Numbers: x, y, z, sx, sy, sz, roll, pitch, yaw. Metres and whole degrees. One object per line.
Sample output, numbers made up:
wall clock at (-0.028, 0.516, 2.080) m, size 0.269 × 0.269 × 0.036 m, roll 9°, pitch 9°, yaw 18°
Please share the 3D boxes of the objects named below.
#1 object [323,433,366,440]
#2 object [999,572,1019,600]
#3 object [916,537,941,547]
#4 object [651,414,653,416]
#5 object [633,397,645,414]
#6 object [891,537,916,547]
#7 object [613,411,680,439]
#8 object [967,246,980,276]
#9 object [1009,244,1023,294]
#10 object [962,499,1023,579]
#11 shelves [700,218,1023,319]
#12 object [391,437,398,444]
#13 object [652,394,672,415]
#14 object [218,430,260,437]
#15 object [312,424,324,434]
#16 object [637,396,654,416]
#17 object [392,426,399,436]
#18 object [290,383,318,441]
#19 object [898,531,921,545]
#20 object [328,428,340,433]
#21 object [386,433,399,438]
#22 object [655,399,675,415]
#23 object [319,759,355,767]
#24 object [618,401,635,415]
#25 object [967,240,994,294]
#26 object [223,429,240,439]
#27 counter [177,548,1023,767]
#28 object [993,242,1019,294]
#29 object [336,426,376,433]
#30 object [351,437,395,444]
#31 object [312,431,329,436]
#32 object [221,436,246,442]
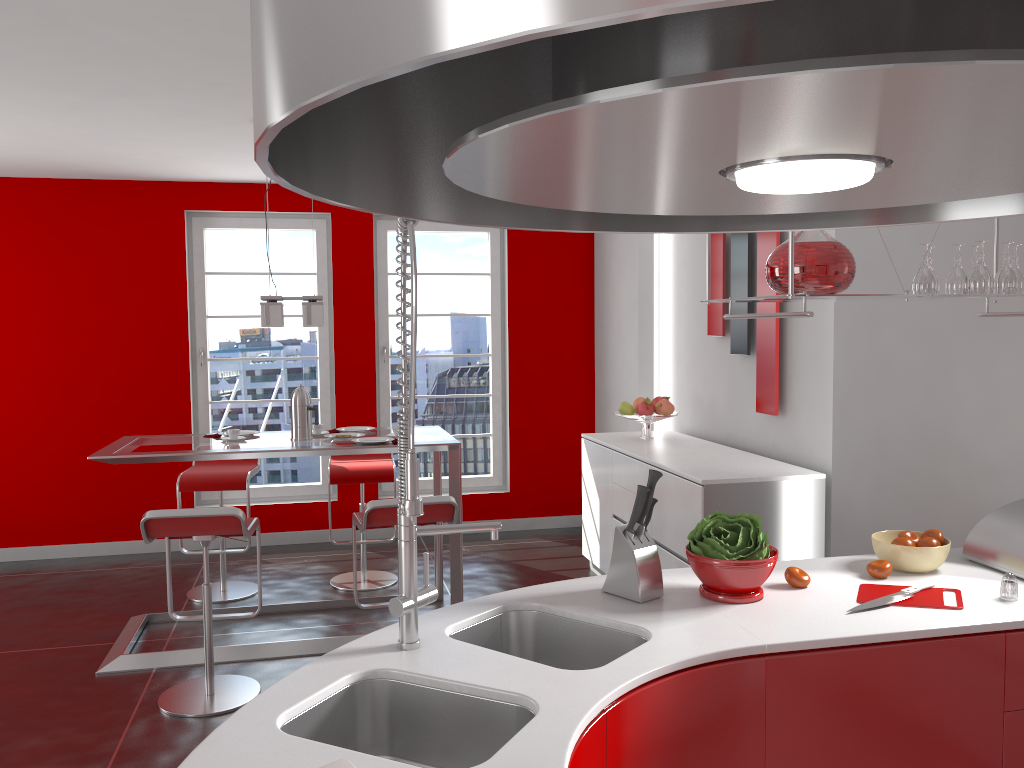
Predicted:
object at (-0.865, 0.272, 4.583) m, size 0.217 × 0.015 × 0.217 m, roll 1°, pitch 4°, yaw 25°
object at (1.230, 0.498, 2.193) m, size 0.043 × 0.066 × 0.042 m, roll -1°, pitch 4°, yaw 1°
object at (1.144, 0.445, 2.436) m, size 0.066 × 0.049 × 0.062 m, roll -2°, pitch 4°, yaw -16°
object at (0.824, 0.161, 5.408) m, size 0.086 × 0.079 × 0.084 m, roll 0°, pitch 4°, yaw 16°
object at (0.795, 0.134, 5.487) m, size 0.096 × 0.105 × 0.117 m, roll 1°, pitch 4°, yaw 16°
object at (1.077, 0.446, 2.441) m, size 0.066 × 0.049 × 0.062 m, roll -1°, pitch 4°, yaw -5°
object at (0.815, 0.253, 5.387) m, size 0.398 × 0.159 × 0.398 m, roll 2°, pitch 5°, yaw 37°
object at (1.261, -0.304, 2.416) m, size 0.060 × 0.141 × 0.060 m, roll -3°, pitch 4°, yaw -36°
object at (1.352, -0.303, 2.386) m, size 0.060 × 0.141 × 0.060 m, roll -1°, pitch 4°, yaw -12°
object at (1.493, 0.425, 2.399) m, size 0.300 × 0.170 × 0.400 m, roll -1°, pitch 4°, yaw -13°
shelves at (1.011, -0.682, 2.251) m, size 0.934 × 1.023 × 0.462 m, roll -1°, pitch 4°, yaw -13°
object at (-0.552, 0.282, 4.413) m, size 0.095 × 0.012 × 0.234 m, roll -1°, pitch 4°, yaw -12°
object at (0.906, 0.123, 5.436) m, size 0.117 × 0.129 × 0.150 m, roll 2°, pitch 4°, yaw 35°
object at (-1.460, 0.268, 4.742) m, size 0.217 × 0.015 × 0.217 m, roll 0°, pitch 4°, yaw 11°
object at (-1.041, 0.241, 4.726) m, size 0.078 × 0.049 × 0.062 m, roll 1°, pitch 4°, yaw 27°
object at (0.792, 0.135, 5.291) m, size 0.097 × 0.133 × 0.117 m, roll -2°, pitch 4°, yaw -23°
object at (-0.583, 0.245, 4.602) m, size 0.078 × 0.049 × 0.062 m, roll -1°, pitch 4°, yaw -13°
object at (-1.063, 0.140, 4.543) m, size 0.149 × 0.287 × 0.113 m, roll -1°, pitch 4°, yaw -5°
object at (1.117, 0.442, 2.492) m, size 0.065 × 0.052 × 0.062 m, roll -2°, pitch 4°, yaw -28°
object at (-0.996, 0.258, 4.855) m, size 0.095 × 0.012 × 0.234 m, roll -1°, pitch 4°, yaw -14°
object at (-0.590, 0.269, 4.602) m, size 0.119 × 0.016 × 0.119 m, roll 0°, pitch 4°, yaw 7°
object at (0.922, 0.139, 5.309) m, size 0.121 × 0.101 × 0.097 m, roll -3°, pitch 4°, yaw -34°
object at (-0.246, 0.551, 1.154) m, size 0.100 × 0.080 × 0.109 m, roll -4°, pitch 5°, yaw -42°
object at (0.698, 0.150, 5.378) m, size 0.100 × 0.086 × 0.083 m, roll 2°, pitch 5°, yaw 37°
object at (1.201, -0.295, 2.272) m, size 0.060 × 0.141 × 0.060 m, roll -1°, pitch 4°, yaw -12°
object at (-1.430, 0.258, 4.532) m, size 0.078 × 0.049 × 0.062 m, roll 0°, pitch 4°, yaw 10°
counter at (0.513, 1.013, 1.662) m, size 1.868 × 0.880 × 2.865 m, roll 1°, pitch 4°, yaw 21°
object at (1.291, -0.298, 2.317) m, size 0.060 × 0.141 × 0.060 m, roll -1°, pitch 4°, yaw -12°
object at (-0.860, 0.253, 4.882) m, size 0.217 × 0.015 × 0.217 m, roll -3°, pitch 5°, yaw -37°
object at (-0.688, 0.283, 4.389) m, size 0.217 × 0.015 × 0.217 m, roll 1°, pitch 4°, yaw 24°
object at (-1.034, 0.265, 4.724) m, size 0.119 × 0.016 × 0.119 m, roll -2°, pitch 4°, yaw -15°
object at (-1.422, 0.281, 4.532) m, size 0.119 × 0.016 × 0.119 m, roll -3°, pitch 4°, yaw -32°
